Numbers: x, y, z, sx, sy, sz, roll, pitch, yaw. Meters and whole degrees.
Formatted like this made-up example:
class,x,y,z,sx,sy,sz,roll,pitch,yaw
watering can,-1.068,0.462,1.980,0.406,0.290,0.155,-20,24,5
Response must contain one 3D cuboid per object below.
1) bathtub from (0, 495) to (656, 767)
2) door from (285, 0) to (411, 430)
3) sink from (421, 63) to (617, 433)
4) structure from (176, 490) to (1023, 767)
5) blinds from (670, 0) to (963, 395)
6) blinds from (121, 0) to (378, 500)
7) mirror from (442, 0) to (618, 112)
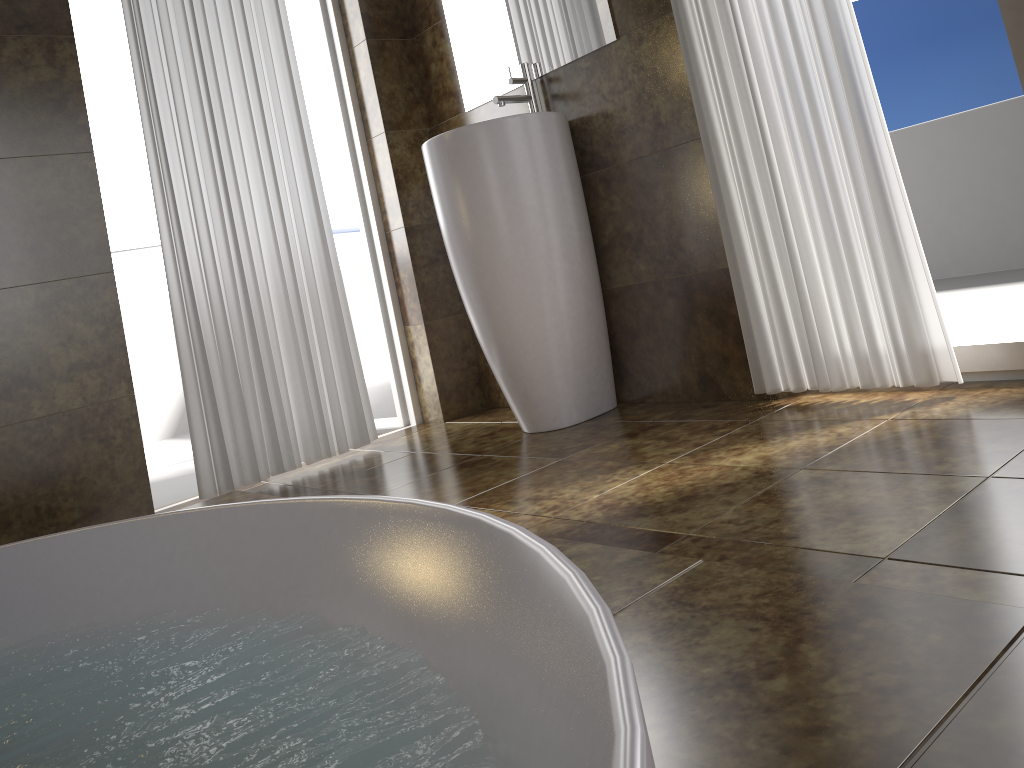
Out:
class,x,y,z,sx,sy,sz,roll,pitch,yaw
bathtub,-0.750,0.501,0.524,1.763,0.525,1.741,-13,6,-8
door,-0.964,-0.889,3.612,0.933,2.239,0.040,-15,-6,40
sink,0.009,-0.436,2.631,0.446,1.142,0.444,-9,-5,-36
structure,-0.747,0.508,0.524,2.054,0.124,1.960,-18,9,-39
blinds,0.563,-1.095,2.159,0.069,2.277,0.501,-7,-7,-39
blinds,-0.900,-0.849,2.775,0.613,2.289,0.065,-8,-7,-39
mirror,-0.041,-1.529,2.879,0.008,1.096,0.746,-7,-4,-39
